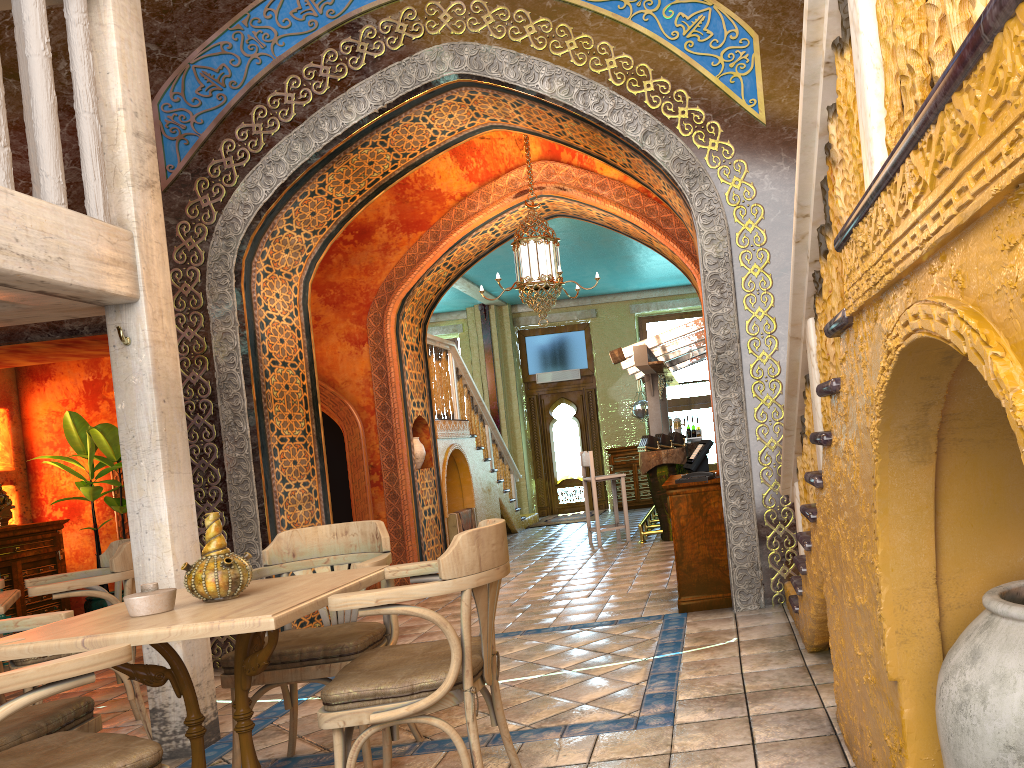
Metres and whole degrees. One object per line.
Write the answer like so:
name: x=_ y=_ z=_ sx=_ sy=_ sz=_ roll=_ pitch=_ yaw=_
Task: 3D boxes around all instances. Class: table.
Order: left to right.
table: x=-3.260 y=1.708 z=4.561 sx=1.101 sy=0.951 sz=0.895 roll=-5 pitch=-2 yaw=-29
table: x=-1.124 y=1.338 z=3.298 sx=1.042 sy=1.006 sz=1.070 roll=-7 pitch=-2 yaw=6

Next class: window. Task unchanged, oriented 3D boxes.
window: x=-1.727 y=0.821 z=17.767 sx=1.527 sy=3.431 sz=0.088 roll=-7 pitch=1 yaw=0
window: x=3.554 y=0.223 z=17.795 sx=1.527 sy=3.431 sz=0.088 roll=-7 pitch=1 yaw=0

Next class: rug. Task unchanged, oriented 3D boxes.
rug: x=1.125 y=2.633 z=16.778 sx=1.288 sy=0.039 sz=2.448 roll=-7 pitch=-5 yaw=10

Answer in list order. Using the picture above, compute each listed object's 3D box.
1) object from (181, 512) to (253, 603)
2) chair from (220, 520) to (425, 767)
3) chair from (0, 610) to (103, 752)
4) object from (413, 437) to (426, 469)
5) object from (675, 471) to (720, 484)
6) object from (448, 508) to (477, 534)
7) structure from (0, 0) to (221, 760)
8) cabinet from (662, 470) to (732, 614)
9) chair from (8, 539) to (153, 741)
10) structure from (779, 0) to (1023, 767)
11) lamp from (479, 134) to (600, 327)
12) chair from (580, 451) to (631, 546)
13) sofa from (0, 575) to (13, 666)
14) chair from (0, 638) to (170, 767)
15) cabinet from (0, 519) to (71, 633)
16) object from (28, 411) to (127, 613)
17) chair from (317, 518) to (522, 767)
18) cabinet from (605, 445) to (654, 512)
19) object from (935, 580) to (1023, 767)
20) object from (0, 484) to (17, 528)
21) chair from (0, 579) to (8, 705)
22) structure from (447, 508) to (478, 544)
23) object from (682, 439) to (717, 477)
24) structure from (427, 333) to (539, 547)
object: x=-1.136 y=0.661 z=3.275 sx=0.221 sy=0.336 sz=0.242 roll=-7 pitch=-1 yaw=15
chair: x=-0.934 y=1.304 z=4.163 sx=0.775 sy=1.183 sz=0.702 roll=-7 pitch=0 yaw=5
chair: x=-2.015 y=1.341 z=3.069 sx=0.705 sy=1.182 sz=0.773 roll=-7 pitch=-1 yaw=1
object: x=-1.193 y=0.850 z=10.444 sx=0.233 sy=0.385 sz=0.270 roll=-7 pitch=-1 yaw=24
object: x=1.500 y=0.760 z=6.927 sx=0.373 sy=0.087 sz=0.348 roll=-8 pitch=-4 yaw=21
object: x=-0.659 y=2.017 z=11.777 sx=0.147 sy=0.556 sz=0.902 roll=-7 pitch=-3 yaw=12
structure: x=-7.578 y=-0.701 z=1.334 sx=9.730 sy=6.504 sz=6.987 roll=-7 pitch=-2 yaw=4
cabinet: x=1.655 y=1.342 z=7.489 sx=0.482 sy=1.055 sz=1.526 roll=-7 pitch=-3 yaw=12
chair: x=-2.532 y=1.554 z=5.036 sx=0.775 sy=1.183 sz=0.694 roll=-6 pitch=0 yaw=-35
structure: x=2.274 y=-0.015 z=4.079 sx=1.798 sy=3.146 sz=6.603 roll=-7 pitch=-3 yaw=12
lamp: x=0.217 y=-1.779 z=8.944 sx=1.275 sy=2.373 sz=1.137 roll=-7 pitch=0 yaw=6
chair: x=1.329 y=1.589 z=12.089 sx=0.534 sy=1.340 sz=0.466 roll=-7 pitch=1 yaw=-19
sofa: x=-5.546 y=1.955 z=6.702 sx=1.146 sy=1.372 sz=2.536 roll=-7 pitch=-3 yaw=10
chair: x=-1.517 y=1.241 z=2.517 sx=0.700 sy=1.183 sz=0.769 roll=-7 pitch=0 yaw=35
cabinet: x=-5.388 y=2.142 z=8.876 sx=0.602 sy=1.261 sz=1.500 roll=-7 pitch=-2 yaw=11
object: x=-4.477 y=1.516 z=9.605 sx=1.071 sy=2.430 sz=1.335 roll=-7 pitch=0 yaw=32
chair: x=-0.325 y=1.175 z=3.399 sx=0.705 sy=1.182 sz=0.773 roll=-7 pitch=-1 yaw=1
cabinet: x=2.546 y=1.907 z=17.379 sx=1.108 sy=1.308 sz=0.619 roll=-7 pitch=0 yaw=3
object: x=1.441 y=0.982 z=2.153 sx=0.703 sy=0.932 sz=0.688 roll=-7 pitch=-1 yaw=0
object: x=-5.466 y=1.291 z=9.000 sx=0.167 sy=0.471 sz=0.349 roll=-7 pitch=-1 yaw=12
chair: x=-3.551 y=1.683 z=5.208 sx=0.863 sy=1.183 sz=0.624 roll=-6 pitch=0 yaw=-30
structure: x=-0.655 y=2.105 z=11.795 sx=0.106 sy=0.689 sz=1.035 roll=-7 pitch=-3 yaw=13
object: x=1.606 y=0.648 z=7.381 sx=0.257 sy=0.318 sz=0.450 roll=-7 pitch=-3 yaw=0
structure: x=-1.160 y=1.148 z=13.893 sx=1.758 sy=3.147 sz=6.003 roll=-7 pitch=-3 yaw=12
